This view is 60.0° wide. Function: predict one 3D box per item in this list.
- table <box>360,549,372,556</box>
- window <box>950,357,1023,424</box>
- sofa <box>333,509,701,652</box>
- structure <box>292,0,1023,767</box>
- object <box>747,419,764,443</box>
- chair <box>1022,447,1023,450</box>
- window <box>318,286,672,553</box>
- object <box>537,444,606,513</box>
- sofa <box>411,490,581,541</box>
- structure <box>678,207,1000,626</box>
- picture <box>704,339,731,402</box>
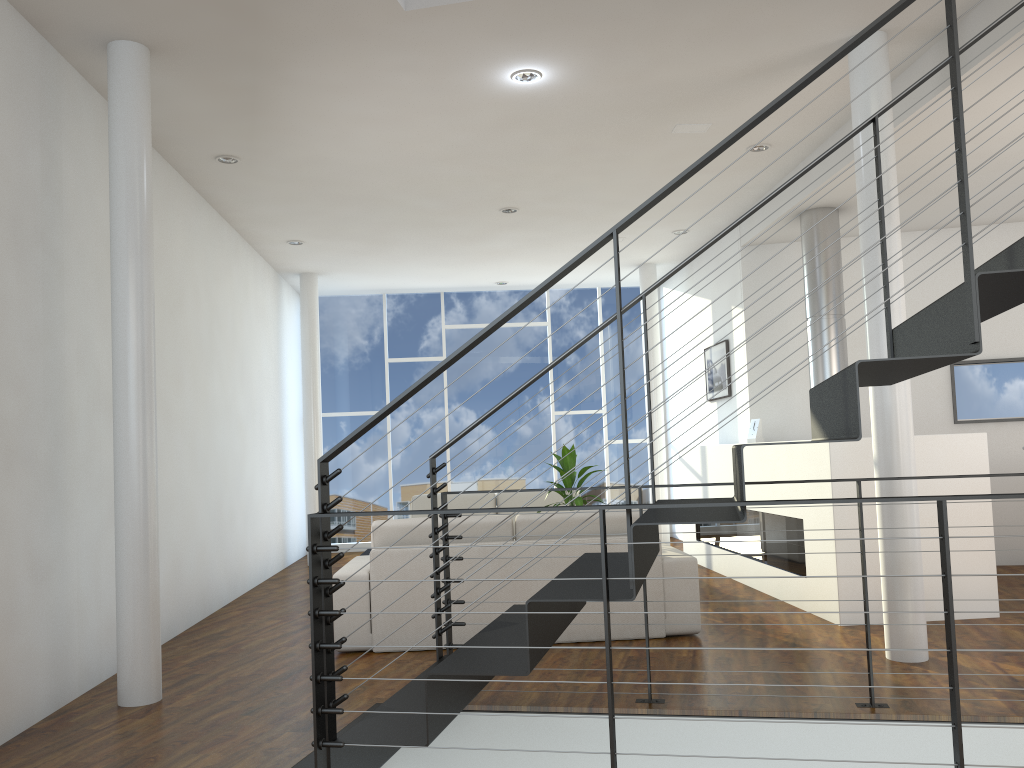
[{"bbox_3d":[-0.080,1.118,5.300,1.608,0.284,0.662,-2,-4,-2],"label":"table"},{"bbox_3d":[3.866,0.004,5.621,2.024,0.407,0.165,-3,-4,13],"label":"window"},{"bbox_3d":[0.007,0.885,4.256,1.610,0.564,0.804,-2,-4,-2],"label":"sofa"},{"bbox_3d":[1.546,0.465,2.166,4.362,6.288,1.095,-3,-3,13],"label":"structure"},{"bbox_3d":[1.527,0.295,5.568,0.061,0.151,0.100,-1,-4,-17],"label":"object"},{"bbox_3d":[2.914,0.682,4.408,0.555,0.763,0.428,-4,-4,18],"label":"chair"},{"bbox_3d":[-0.299,-1.265,8.479,3.415,5.626,0.090,-2,-3,-4],"label":"window"},{"bbox_3d":[0.375,0.656,5.307,0.432,0.600,0.458,-1,-4,-18],"label":"object"},{"bbox_3d":[-0.100,1.062,6.388,1.610,0.564,0.804,-2,-4,-2],"label":"sofa"},{"bbox_3d":[1.720,0.100,5.448,0.750,2.202,2.755,-2,-4,-4],"label":"structure"},{"bbox_3d":[1.553,-0.093,6.714,0.020,0.415,0.576,-2,-4,-4],"label":"picture"}]
